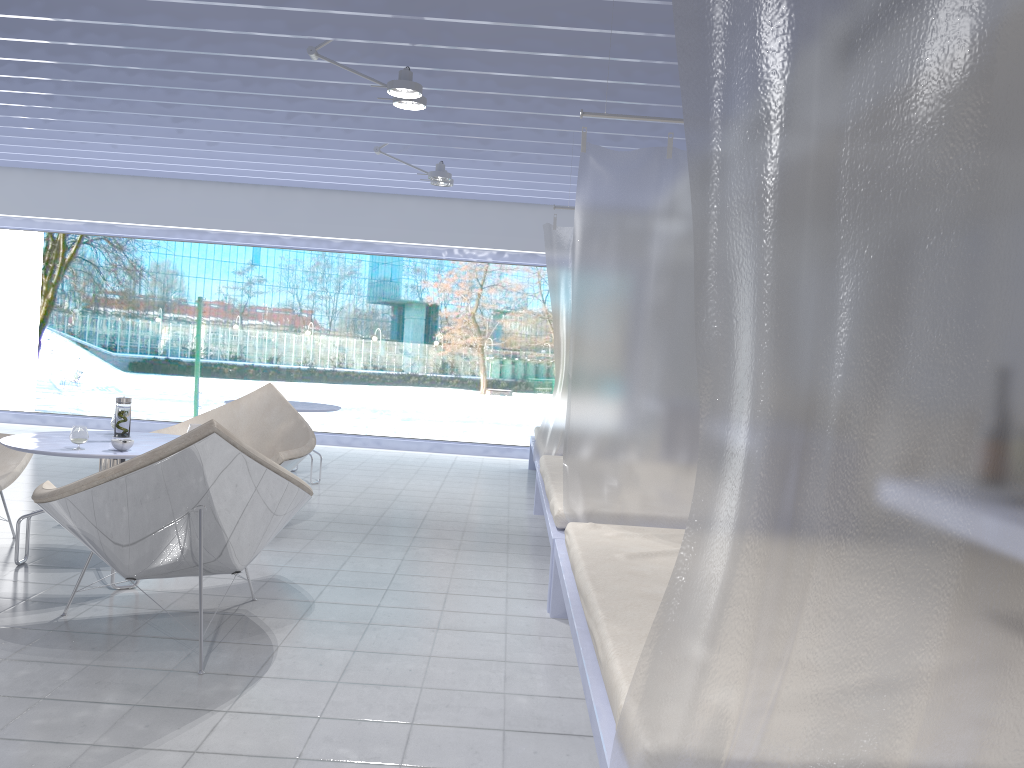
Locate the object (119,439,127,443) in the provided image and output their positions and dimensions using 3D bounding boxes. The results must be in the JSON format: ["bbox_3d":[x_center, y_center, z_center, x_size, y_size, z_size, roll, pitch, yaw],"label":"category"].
[{"bbox_3d":[-1.503,0.222,3.427,0.012,0.016,0.098,3,2,-34],"label":"object"}]

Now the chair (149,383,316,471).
[{"bbox_3d":[-1.453,0.377,4.707,0.906,0.759,0.753,4,2,10],"label":"chair"}]

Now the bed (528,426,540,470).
[{"bbox_3d":[1.168,0.656,6.829,2.022,0.422,2.200,4,2,0],"label":"bed"}]

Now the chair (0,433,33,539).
[{"bbox_3d":[-2.595,0.330,3.763,0.753,0.759,0.906,4,2,-5],"label":"chair"}]

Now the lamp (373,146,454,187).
[{"bbox_3d":[-0.723,-1.606,6.506,0.587,0.218,0.380,4,2,0],"label":"lamp"}]

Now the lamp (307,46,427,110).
[{"bbox_3d":[-0.721,-1.534,4.397,0.587,0.218,0.380,4,2,0],"label":"lamp"}]

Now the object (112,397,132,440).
[{"bbox_3d":[-1.640,0.149,3.737,0.075,0.189,0.075,4,2,-8],"label":"object"}]

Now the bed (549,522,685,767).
[{"bbox_3d":[1.172,0.808,2.415,2.022,0.422,2.200,4,2,0],"label":"bed"}]

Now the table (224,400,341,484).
[{"bbox_3d":[-1.675,0.415,6.448,0.823,0.534,0.825,2,3,-43],"label":"table"}]

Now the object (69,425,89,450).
[{"bbox_3d":[-1.666,0.207,3.413,0.068,0.091,0.068,5,2,28],"label":"object"}]

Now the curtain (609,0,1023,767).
[{"bbox_3d":[1.170,-0.051,1.283,2.050,1.552,0.151,4,2,0],"label":"curtain"}]

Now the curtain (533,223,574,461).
[{"bbox_3d":[1.166,-0.203,5.698,2.050,1.552,0.151,4,2,0],"label":"curtain"}]

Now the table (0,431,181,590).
[{"bbox_3d":[-1.691,0.508,3.725,0.825,0.534,0.823,4,2,-9],"label":"table"}]

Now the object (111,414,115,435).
[{"bbox_3d":[-1.762,0.181,3.975,0.068,0.091,0.068,5,2,22],"label":"object"}]

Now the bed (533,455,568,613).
[{"bbox_3d":[1.155,0.728,4.620,2.016,0.427,2.200,4,2,0],"label":"bed"}]

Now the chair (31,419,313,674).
[{"bbox_3d":[-1.087,0.463,2.958,0.906,0.759,0.753,3,2,-30],"label":"chair"}]

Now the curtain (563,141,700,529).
[{"bbox_3d":[1.206,-0.103,3.481,1.998,1.559,0.125,4,2,-2],"label":"curtain"}]

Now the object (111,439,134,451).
[{"bbox_3d":[-1.518,0.240,3.456,0.082,0.043,0.082,3,2,-32],"label":"object"}]

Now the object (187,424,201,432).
[{"bbox_3d":[-1.346,0.217,3.765,0.068,0.091,0.068,4,2,-8],"label":"object"}]
